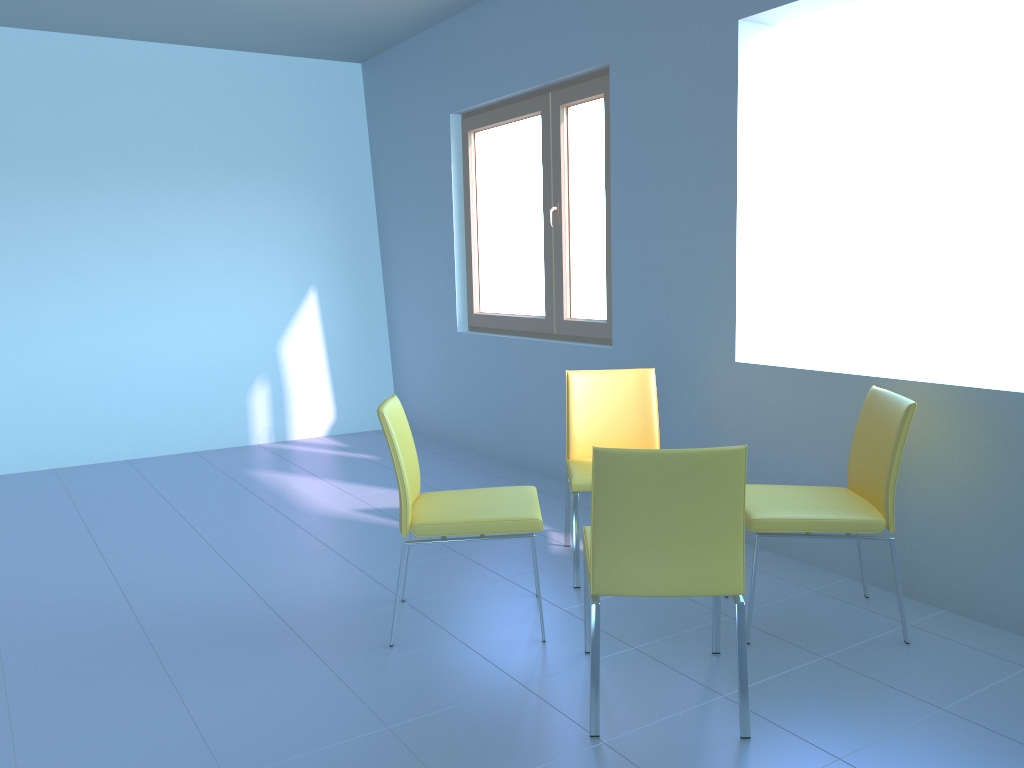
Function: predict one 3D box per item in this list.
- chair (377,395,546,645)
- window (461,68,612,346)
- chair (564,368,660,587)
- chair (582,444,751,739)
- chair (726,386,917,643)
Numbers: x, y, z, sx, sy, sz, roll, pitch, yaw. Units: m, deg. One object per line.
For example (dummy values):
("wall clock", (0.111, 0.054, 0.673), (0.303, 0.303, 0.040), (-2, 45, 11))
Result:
("chair", (-0.155, 0.396, 2.759), (0.484, 0.695, 0.387), (-2, 8, -1))
("window", (0.112, -0.870, 4.639), (0.142, 1.263, 1.475), (-6, 9, -32))
("chair", (0.390, 0.316, 3.241), (0.387, 0.695, 0.484), (-2, 8, -1))
("chair", (0.376, 0.454, 2.248), (0.387, 0.699, 0.484), (-1, 8, 4))
("chair", (0.925, 0.376, 2.695), (0.484, 0.695, 0.387), (-1, 8, 4))
